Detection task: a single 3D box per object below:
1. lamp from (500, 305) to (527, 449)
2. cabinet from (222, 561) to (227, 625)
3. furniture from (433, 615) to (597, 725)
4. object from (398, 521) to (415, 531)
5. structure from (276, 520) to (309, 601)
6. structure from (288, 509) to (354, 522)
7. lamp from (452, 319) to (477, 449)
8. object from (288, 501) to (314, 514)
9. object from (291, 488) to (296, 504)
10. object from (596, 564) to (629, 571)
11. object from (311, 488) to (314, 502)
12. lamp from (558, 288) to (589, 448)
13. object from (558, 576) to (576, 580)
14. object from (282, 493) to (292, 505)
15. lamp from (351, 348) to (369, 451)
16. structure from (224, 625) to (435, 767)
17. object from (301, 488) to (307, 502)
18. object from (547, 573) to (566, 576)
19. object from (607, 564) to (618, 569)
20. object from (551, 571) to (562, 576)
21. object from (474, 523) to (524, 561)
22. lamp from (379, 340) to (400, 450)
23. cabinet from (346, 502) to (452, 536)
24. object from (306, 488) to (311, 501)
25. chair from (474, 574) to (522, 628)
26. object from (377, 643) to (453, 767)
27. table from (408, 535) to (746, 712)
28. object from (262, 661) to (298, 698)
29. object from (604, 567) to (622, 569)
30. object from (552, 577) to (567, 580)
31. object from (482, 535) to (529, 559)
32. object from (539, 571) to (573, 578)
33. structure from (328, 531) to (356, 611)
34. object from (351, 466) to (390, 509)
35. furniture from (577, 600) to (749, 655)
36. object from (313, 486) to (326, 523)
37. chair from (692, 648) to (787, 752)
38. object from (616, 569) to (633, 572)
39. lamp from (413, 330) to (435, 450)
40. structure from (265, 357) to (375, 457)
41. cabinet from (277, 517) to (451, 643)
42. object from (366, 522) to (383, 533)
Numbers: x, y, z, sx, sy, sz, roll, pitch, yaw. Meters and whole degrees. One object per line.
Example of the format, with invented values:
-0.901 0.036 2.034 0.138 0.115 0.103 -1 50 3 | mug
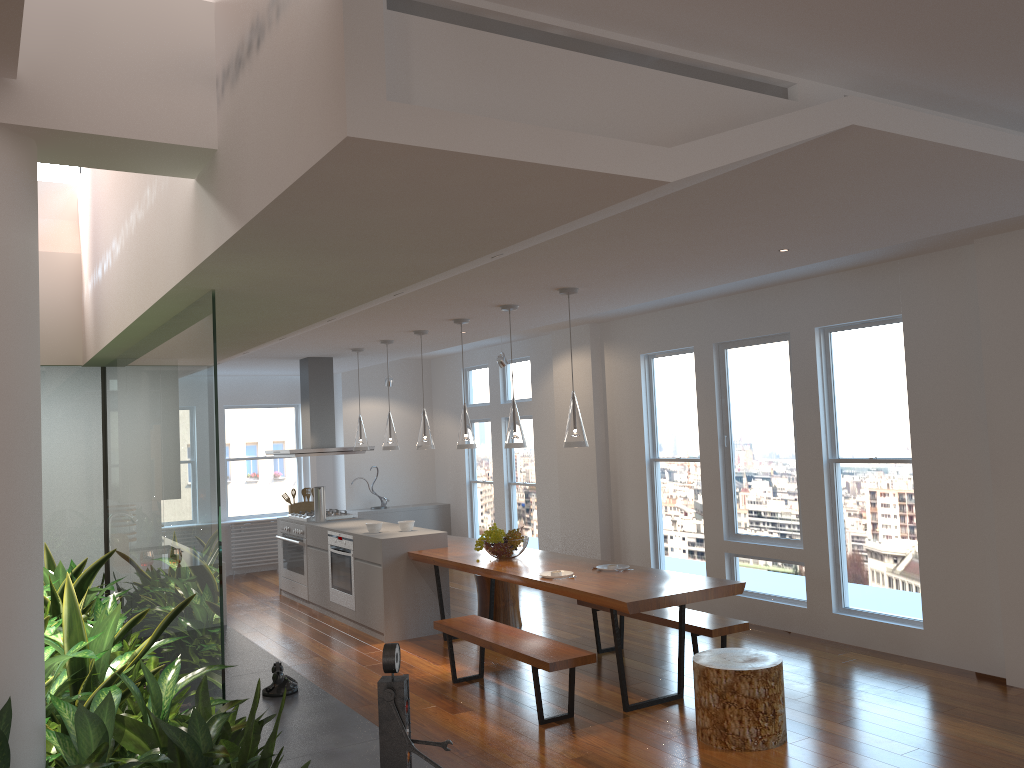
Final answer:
0.002 -0.086 6.161 0.160 1.060 0.160 -2 -3 -4 | lamp
-3.518 1.121 8.113 0.676 2.280 4.565 -1 -4 -31 | cabinet
-0.023 1.757 5.494 0.316 0.389 1.433 -1 -4 -31 | furniture
-0.917 1.237 7.715 0.152 0.082 0.152 -4 -3 20 | object
-2.041 1.808 9.317 0.649 0.735 0.890 -1 -4 -31 | structure
-2.029 1.383 9.372 0.520 0.073 0.650 -1 -4 -31 | structure
-0.370 -0.036 6.779 0.160 1.060 0.160 -2 -3 -4 | lamp
-2.272 1.371 9.749 0.353 0.157 0.084 -1 -4 -31 | object
-2.383 1.293 9.700 0.055 0.299 0.027 -1 -4 -31 | object
0.672 1.228 5.917 0.222 0.020 0.222 0 -4 -39 | object
-2.188 1.291 9.798 0.068 0.298 0.039 -1 -4 -31 | object
0.374 -0.137 5.543 0.160 1.060 0.160 -2 -3 -4 | lamp
0.344 1.229 5.617 0.149 0.014 0.044 -1 -4 -32 | object
-2.412 1.311 9.678 0.199 0.259 0.016 -1 -3 -21 | object
-1.486 0.116 8.633 0.160 1.060 0.160 -2 -3 -4 | lamp
-2.236 1.767 3.663 3.088 0.386 5.584 -1 -4 -31 | structure
-2.280 1.292 9.762 0.061 0.299 0.040 0 -4 -33 | object
0.287 1.240 5.739 0.124 0.011 0.124 -2 -3 -10 | object
0.672 1.222 5.917 0.079 0.030 0.070 -3 -3 12 | object
0.287 1.229 5.740 0.079 0.030 0.070 -4 -3 22 | object
-0.080 1.177 6.681 0.292 0.284 0.394 -4 -3 23 | object
-1.114 0.065 8.015 0.160 1.060 0.160 -2 -3 -4 | lamp
-1.476 1.985 11.682 1.309 0.725 0.420 -1 -4 -31 | cabinet
-2.241 1.291 9.762 0.057 0.299 0.019 -1 -4 -31 | object
-0.120 1.849 7.624 0.396 0.455 0.402 0 -4 -41 | chair
-0.335 1.178 3.054 0.318 0.565 0.134 -3 -3 5 | object
-0.530 1.732 7.537 0.893 0.704 5.996 -1 -4 -31 | table
-1.195 1.498 4.518 0.181 0.155 0.216 -4 -3 24 | object
0.673 1.232 5.916 0.124 0.011 0.124 -5 -4 41 | object
0.329 1.236 5.646 0.164 0.006 0.017 -1 -4 -26 | object
-0.048 1.239 6.678 0.360 0.159 0.360 -4 -3 22 | object
0.287 1.235 5.740 0.222 0.020 0.222 -3 -3 9 | object
-1.528 1.668 7.985 0.072 0.648 0.644 -1 -4 -31 | structure
-1.811 1.343 11.482 0.210 0.563 0.590 -4 -4 30 | object
0.999 1.746 6.110 0.316 0.389 1.433 -1 -4 -31 | furniture
-1.922 1.211 8.915 0.120 0.356 0.172 -3 -3 17 | object
1.196 1.648 4.671 0.460 0.400 0.460 -1 -3 -21 | chair
0.738 1.220 5.833 0.158 0.017 0.019 0 -4 -36 | object
-0.742 0.015 7.397 0.160 1.060 0.160 -2 -3 -4 | lamp
-2.072 0.054 9.424 0.909 1.405 0.900 -1 -4 -31 | structure
-1.538 1.769 8.561 0.597 0.832 2.936 -1 -4 -31 | cabinet
-1.195 1.248 7.692 0.152 0.082 0.152 -3 -3 8 | object
